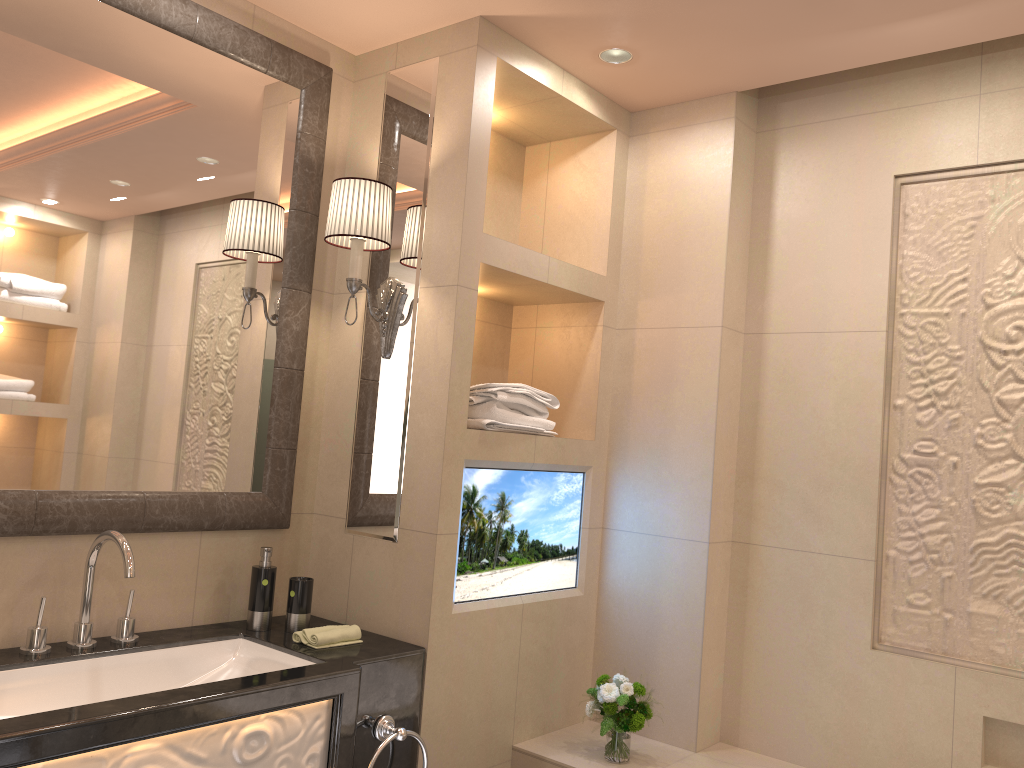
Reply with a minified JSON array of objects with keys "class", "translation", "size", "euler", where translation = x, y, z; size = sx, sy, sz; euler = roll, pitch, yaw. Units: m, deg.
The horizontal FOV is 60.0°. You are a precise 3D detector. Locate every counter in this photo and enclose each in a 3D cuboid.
[{"class":"counter","translation":[-0.833,1.016,1.819],"size":[0.543,0.858,1.330],"euler":[1,-5,39]}]

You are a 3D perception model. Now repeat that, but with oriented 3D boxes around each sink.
[{"class":"sink","translation":[-0.787,0.668,1.827],"size":[0.349,0.135,0.760],"euler":[1,-5,39]}]

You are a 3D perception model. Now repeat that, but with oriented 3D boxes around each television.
[{"class":"television","translation":[0.027,0.426,2.557],"size":[0.025,0.360,0.564],"euler":[1,-5,39]}]

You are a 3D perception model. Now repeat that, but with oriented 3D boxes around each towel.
[{"class":"towel","translation":[1.141,-0.186,1.731],"size":[3.195,0.726,0.517],"euler":[1,-5,39]},{"class":"towel","translation":[-0.455,0.621,2.199],"size":[0.096,0.039,0.149],"euler":[1,-5,41]}]

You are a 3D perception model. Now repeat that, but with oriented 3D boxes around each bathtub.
[{"class":"bathtub","translation":[1.012,1.307,1.635],"size":[2.662,0.540,1.060],"euler":[1,-5,39]}]

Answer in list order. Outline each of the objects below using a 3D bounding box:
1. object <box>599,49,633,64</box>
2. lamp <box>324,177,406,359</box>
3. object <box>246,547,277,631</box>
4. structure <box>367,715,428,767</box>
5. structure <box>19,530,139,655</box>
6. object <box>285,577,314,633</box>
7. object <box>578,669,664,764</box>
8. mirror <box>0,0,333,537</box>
[{"class":"object","translation":[0.297,-0.963,2.519],"size":[0.097,0.069,0.097],"euler":[7,-5,-34]},{"class":"lamp","translation":[-0.397,-0.301,2.352],"size":[0.174,0.444,0.223],"euler":[1,-5,39]},{"class":"object","translation":[-0.645,0.527,2.293],"size":[0.063,0.208,0.063],"euler":[3,-4,20]},{"class":"structure","translation":[-0.283,0.898,2.077],"size":[0.074,0.226,0.203],"euler":[1,-5,39]},{"class":"structure","translation":[-0.916,0.455,1.986],"size":[0.242,0.268,0.223],"euler":[4,-4,5]},{"class":"object","translation":[-0.552,0.572,2.300],"size":[0.063,0.134,0.063],"euler":[6,-4,-18]},{"class":"object","translation":[0.299,0.911,2.468],"size":[0.229,0.252,0.197],"euler":[5,-4,-9]},{"class":"mirror","translation":[-0.923,-0.311,2.076],"size":[0.041,1.321,1.131],"euler":[1,-5,39]}]
